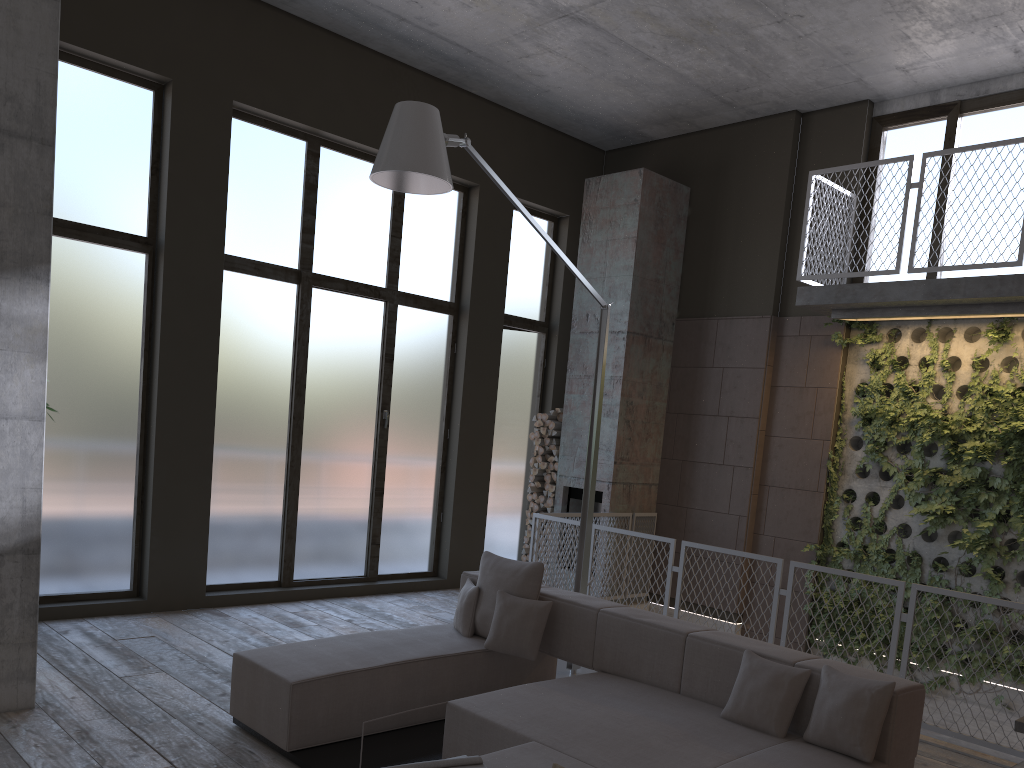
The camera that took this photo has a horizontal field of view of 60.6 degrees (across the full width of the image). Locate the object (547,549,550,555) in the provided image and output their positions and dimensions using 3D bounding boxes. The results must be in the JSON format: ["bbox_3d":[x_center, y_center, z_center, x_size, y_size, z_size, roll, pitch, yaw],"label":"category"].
[{"bbox_3d":[0.571,1.924,10.067,0.439,0.093,0.091,8,-1,-44],"label":"object"}]

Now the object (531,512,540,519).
[{"bbox_3d":[0.406,1.535,10.228,0.439,0.094,0.091,8,-1,-44],"label":"object"}]

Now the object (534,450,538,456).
[{"bbox_3d":[0.350,0.802,10.117,0.252,0.073,0.045,7,1,-44],"label":"object"}]

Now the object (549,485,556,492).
[{"bbox_3d":[0.620,1.197,9.990,0.481,0.084,0.092,8,-1,-44],"label":"object"}]

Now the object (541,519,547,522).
[{"bbox_3d":[0.508,1.542,10.082,0.457,0.090,0.090,7,-1,-43],"label":"object"}]

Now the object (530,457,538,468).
[{"bbox_3d":[0.355,0.919,10.216,0.365,0.126,0.063,7,1,-45],"label":"object"}]

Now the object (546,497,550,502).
[{"bbox_3d":[0.562,1.325,10.071,0.425,0.072,0.066,8,-1,-44],"label":"object"}]

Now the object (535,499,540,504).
[{"bbox_3d":[0.409,1.356,10.160,0.334,0.057,0.088,8,-2,-44],"label":"object"}]

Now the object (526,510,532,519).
[{"bbox_3d":[0.313,1.534,10.264,0.366,0.109,0.087,7,0,-44],"label":"object"}]

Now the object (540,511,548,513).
[{"bbox_3d":[0.479,1.524,10.189,0.364,0.087,0.100,7,-1,-44],"label":"object"}]

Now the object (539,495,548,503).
[{"bbox_3d":[0.492,1.330,10.101,0.090,0.090,0.457,6,-1,45],"label":"object"}]

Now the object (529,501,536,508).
[{"bbox_3d":[0.345,1.421,10.248,0.294,0.104,0.100,7,0,-42],"label":"object"}]

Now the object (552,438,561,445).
[{"bbox_3d":[0.620,0.665,10.006,0.425,0.072,0.066,8,-1,-44],"label":"object"}]

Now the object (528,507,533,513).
[{"bbox_3d":[0.292,1.462,10.182,0.252,0.073,0.045,7,1,-44],"label":"object"}]

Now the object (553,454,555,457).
[{"bbox_3d":[0.607,0.811,10.100,0.293,0.103,0.103,7,0,-44],"label":"object"}]

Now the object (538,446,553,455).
[{"bbox_3d":[0.435,0.769,10.086,0.295,0.108,0.097,7,0,-43],"label":"object"}]

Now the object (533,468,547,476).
[{"bbox_3d":[0.435,1.020,10.121,0.481,0.084,0.092,8,-1,-44],"label":"object"}]

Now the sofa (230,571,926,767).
[{"bbox_3d":[-0.207,1.588,4.155,3.025,0.792,2.971,7,-3,-43],"label":"sofa"}]

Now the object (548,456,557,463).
[{"bbox_3d":[0.599,0.878,10.045,0.437,0.080,0.114,8,-2,-44],"label":"object"}]

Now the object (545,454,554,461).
[{"bbox_3d":[0.538,0.864,10.124,0.364,0.087,0.100,7,-1,-44],"label":"object"}]

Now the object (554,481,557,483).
[{"bbox_3d":[0.629,1.114,10.030,0.364,0.087,0.100,7,-1,-44],"label":"object"}]

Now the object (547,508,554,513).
[{"bbox_3d":[0.561,1.457,10.051,0.066,0.086,0.427,7,0,44],"label":"object"}]

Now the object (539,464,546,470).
[{"bbox_3d":[0.505,0.951,10.083,0.437,0.080,0.114,8,-2,-44],"label":"object"}]

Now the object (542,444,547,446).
[{"bbox_3d":[0.467,0.696,10.095,0.334,0.057,0.088,8,-2,-44],"label":"object"}]

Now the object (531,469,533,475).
[{"bbox_3d":[0.384,1.029,10.178,0.424,0.068,0.066,8,-1,-44],"label":"object"}]

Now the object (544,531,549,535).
[{"bbox_3d":[0.550,1.686,10.093,0.457,0.090,0.090,8,-1,-44],"label":"object"}]

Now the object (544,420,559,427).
[{"bbox_3d":[0.531,0.463,9.986,0.364,0.085,0.103,8,-1,-44],"label":"object"}]

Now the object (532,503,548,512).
[{"bbox_3d":[0.376,1.429,10.150,0.295,0.108,0.097,7,0,-43],"label":"object"}]

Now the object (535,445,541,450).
[{"bbox_3d":[0.403,0.761,10.183,0.294,0.104,0.100,7,0,-42],"label":"object"}]

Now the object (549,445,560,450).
[{"bbox_3d":[0.592,0.729,9.997,0.365,0.068,0.121,8,-2,-42],"label":"object"}]

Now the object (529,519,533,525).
[{"bbox_3d":[0.364,1.612,10.263,0.424,0.068,0.066,8,-1,-44],"label":"object"}]

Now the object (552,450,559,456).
[{"bbox_3d":[0.619,0.797,9.986,0.066,0.086,0.427,7,0,44],"label":"object"}]

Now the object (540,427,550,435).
[{"bbox_3d":[0.523,0.552,10.045,0.481,0.084,0.093,8,-1,-44],"label":"object"}]

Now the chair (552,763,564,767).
[{"bbox_3d":[-0.136,1.265,1.315,0.724,1.206,0.344,2,6,-40],"label":"chair"}]

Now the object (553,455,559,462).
[{"bbox_3d":[0.640,0.854,9.974,0.424,0.073,0.070,8,-1,-44],"label":"object"}]

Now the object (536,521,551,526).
[{"bbox_3d":[0.471,1.607,10.148,0.481,0.084,0.092,8,-1,-44],"label":"object"}]

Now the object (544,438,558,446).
[{"bbox_3d":[0.550,0.670,10.037,0.090,0.090,0.457,6,-1,45],"label":"object"}]

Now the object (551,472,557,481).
[{"bbox_3d":[0.598,1.061,9.962,0.366,0.109,0.087,7,0,-44],"label":"object"}]

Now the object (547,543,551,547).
[{"bbox_3d":[0.554,1.827,10.070,0.424,0.073,0.070,8,-1,-44],"label":"object"}]

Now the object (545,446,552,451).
[{"bbox_3d":[0.524,0.740,10.074,0.064,0.075,0.361,7,0,45],"label":"object"}]

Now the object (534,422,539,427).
[{"bbox_3d":[0.427,0.481,10.165,0.365,0.069,0.121,8,-2,-42],"label":"object"}]
